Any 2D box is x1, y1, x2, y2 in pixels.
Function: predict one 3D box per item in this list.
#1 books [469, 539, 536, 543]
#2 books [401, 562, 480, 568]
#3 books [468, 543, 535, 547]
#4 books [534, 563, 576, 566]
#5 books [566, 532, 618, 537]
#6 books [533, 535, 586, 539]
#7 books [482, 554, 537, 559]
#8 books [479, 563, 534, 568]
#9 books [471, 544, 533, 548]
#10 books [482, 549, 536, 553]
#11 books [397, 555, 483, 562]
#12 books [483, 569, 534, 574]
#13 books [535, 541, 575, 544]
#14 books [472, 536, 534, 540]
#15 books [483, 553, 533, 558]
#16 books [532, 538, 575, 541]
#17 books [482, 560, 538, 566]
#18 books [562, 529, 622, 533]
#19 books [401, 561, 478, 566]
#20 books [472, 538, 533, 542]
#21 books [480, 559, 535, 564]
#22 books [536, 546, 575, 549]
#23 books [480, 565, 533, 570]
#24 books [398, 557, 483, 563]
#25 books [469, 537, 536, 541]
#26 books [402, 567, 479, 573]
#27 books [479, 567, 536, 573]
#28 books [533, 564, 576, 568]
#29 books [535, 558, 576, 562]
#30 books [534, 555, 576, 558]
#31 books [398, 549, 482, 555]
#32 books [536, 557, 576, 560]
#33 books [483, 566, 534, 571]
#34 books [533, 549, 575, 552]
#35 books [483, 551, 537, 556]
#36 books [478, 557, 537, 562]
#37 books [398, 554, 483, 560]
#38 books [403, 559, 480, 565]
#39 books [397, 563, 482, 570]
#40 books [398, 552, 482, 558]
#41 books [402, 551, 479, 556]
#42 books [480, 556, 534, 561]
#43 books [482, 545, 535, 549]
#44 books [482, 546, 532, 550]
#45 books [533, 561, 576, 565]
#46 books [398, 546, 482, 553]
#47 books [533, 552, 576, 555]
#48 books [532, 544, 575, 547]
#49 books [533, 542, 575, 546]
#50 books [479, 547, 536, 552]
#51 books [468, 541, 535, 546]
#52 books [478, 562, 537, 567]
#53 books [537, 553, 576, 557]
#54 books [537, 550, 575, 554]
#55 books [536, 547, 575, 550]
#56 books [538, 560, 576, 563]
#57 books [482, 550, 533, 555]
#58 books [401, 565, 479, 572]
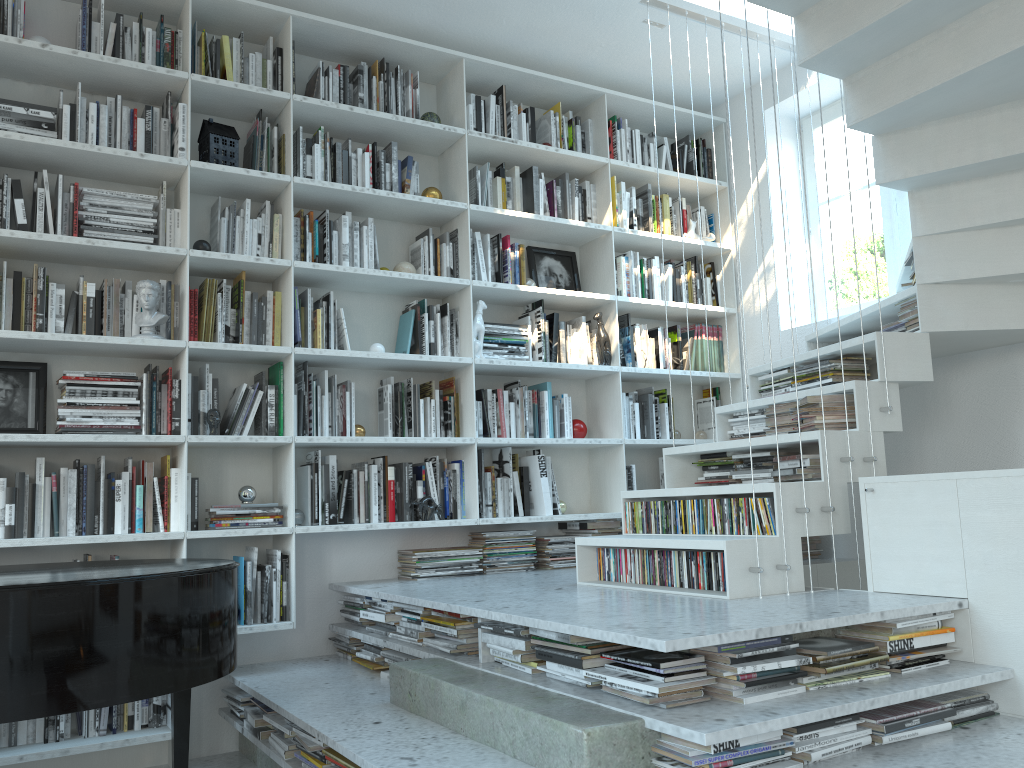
[{"bbox_3d":[-0.048,0.756,4.270,0.285,0.005,0.159,3,-10,-34],"label":"books"},{"bbox_3d":[-0.331,0.832,4.090,0.308,0.008,0.195,3,-10,-35],"label":"books"},{"bbox_3d":[-0.051,0.773,4.275,0.285,0.005,0.159,2,-9,-29],"label":"books"},{"bbox_3d":[0.279,0.895,4.444,0.328,0.008,0.207,2,-9,-27],"label":"books"},{"bbox_3d":[0.406,0.762,4.496,0.165,0.015,0.243,2,-9,-27],"label":"books"},{"bbox_3d":[0.272,0.767,4.462,0.368,0.007,0.206,2,-9,-28],"label":"books"},{"bbox_3d":[-0.043,0.829,4.263,0.285,0.007,0.159,3,-10,-34],"label":"books"},{"bbox_3d":[-0.046,0.871,4.263,0.254,0.007,0.161,2,-9,-29],"label":"books"},{"bbox_3d":[-0.051,0.779,4.273,0.254,0.005,0.161,3,-9,-31],"label":"books"},{"bbox_3d":[-0.048,0.803,4.272,0.285,0.007,0.159,2,-9,-29],"label":"books"},{"bbox_3d":[-0.334,0.804,4.102,0.346,0.007,0.193,2,-9,-28],"label":"books"},{"bbox_3d":[-0.043,0.897,4.255,0.254,0.007,0.161,2,-9,-27],"label":"books"},{"bbox_3d":[0.273,0.790,4.459,0.328,0.008,0.207,2,-9,-28],"label":"books"},{"bbox_3d":[-0.045,0.740,4.272,0.254,0.005,0.161,3,-10,-35],"label":"books"},{"bbox_3d":[-0.047,0.823,4.269,0.254,0.007,0.161,2,-9,-29],"label":"books"},{"bbox_3d":[0.277,0.773,4.453,0.368,0.007,0.206,3,-10,-35],"label":"books"},{"bbox_3d":[-0.040,0.856,4.257,0.285,0.007,0.159,2,-9,-25],"label":"books"},{"bbox_3d":[0.405,0.744,4.498,0.159,0.012,0.285,3,-10,-34],"label":"books"},{"bbox_3d":[-0.338,0.827,4.102,0.308,0.008,0.195,2,-9,-30],"label":"books"},{"bbox_3d":[-0.046,0.751,4.273,0.254,0.005,0.161,2,-9,-26],"label":"books"},{"bbox_3d":[-0.042,0.850,4.261,0.254,0.007,0.161,3,-10,-34],"label":"books"},{"bbox_3d":[0.274,0.813,4.456,0.328,0.008,0.207,2,-9,-28],"label":"books"},{"bbox_3d":[-0.047,0.878,4.264,0.254,0.007,0.161,2,-9,-30],"label":"books"},{"bbox_3d":[-0.332,0.810,4.099,0.346,0.007,0.193,3,-9,-33],"label":"books"},{"bbox_3d":[-0.047,0.746,4.275,0.285,0.005,0.159,3,-9,-33],"label":"books"},{"bbox_3d":[-0.333,0.855,4.089,0.308,0.008,0.195,2,-9,-26],"label":"books"},{"bbox_3d":[-0.047,0.891,4.262,0.285,0.007,0.159,2,-9,-30],"label":"books"},{"bbox_3d":[0.280,0.903,4.440,0.328,0.008,0.207,3,-10,-34],"label":"books"},{"bbox_3d":[0.275,0.874,4.451,0.328,0.008,0.207,3,-9,-31],"label":"books"},{"bbox_3d":[0.276,0.858,4.451,0.328,0.008,0.207,2,-9,-28],"label":"books"},{"bbox_3d":[-0.335,0.774,4.106,0.346,0.007,0.193,3,-9,-32],"label":"books"},{"bbox_3d":[0.277,0.865,4.447,0.368,0.007,0.206,3,-9,-33],"label":"books"},{"bbox_3d":[-0.042,0.883,4.255,0.254,0.007,0.161,2,-9,-26],"label":"books"},{"bbox_3d":[0.276,0.828,4.452,0.368,0.007,0.206,2,-9,-27],"label":"books"},{"bbox_3d":[-0.042,0.815,4.262,0.285,0.007,0.159,3,-10,-35],"label":"books"},{"bbox_3d":[-0.044,0.843,4.265,0.285,0.007,0.159,2,-9,-28],"label":"books"},{"bbox_3d":[-0.330,0.795,4.096,0.346,0.007,0.193,3,-10,-35],"label":"books"},{"bbox_3d":[-0.329,0.817,4.093,0.308,0.008,0.195,2,-9,-25],"label":"books"},{"bbox_3d":[-0.335,0.841,4.096,0.346,0.007,0.193,3,-9,-32],"label":"books"},{"bbox_3d":[-0.334,0.789,4.104,0.346,0.007,0.193,2,-9,-28],"label":"books"},{"bbox_3d":[-0.334,0.781,4.105,0.308,0.008,0.195,2,-9,-28],"label":"books"},{"bbox_3d":[-0.043,0.836,4.262,0.254,0.007,0.161,3,-10,-34],"label":"books"},{"bbox_3d":[-0.049,0.784,4.271,0.285,0.005,0.159,3,-9,-32],"label":"books"},{"bbox_3d":[-0.051,0.790,4.274,0.254,0.005,0.161,2,-9,-30],"label":"books"},{"bbox_3d":[0.276,0.889,4.450,0.368,0.007,0.206,2,-9,-29],"label":"books"},{"bbox_3d":[-0.335,0.767,4.107,0.346,0.007,0.193,2,-9,-28],"label":"books"},{"bbox_3d":[0.273,0.844,4.455,0.368,0.007,0.206,2,-9,-29],"label":"books"},{"bbox_3d":[0.272,0.806,4.460,0.368,0.007,0.206,3,-9,-31],"label":"books"},{"bbox_3d":[0.277,0.797,4.451,0.328,0.008,0.208,2,-9,-25],"label":"books"},{"bbox_3d":[-0.049,0.796,4.275,0.285,0.007,0.159,2,-9,-30],"label":"books"},{"bbox_3d":[-0.051,0.768,4.275,0.285,0.005,0.159,3,-9,-31],"label":"books"},{"bbox_3d":[-0.043,0.863,4.258,0.285,0.007,0.159,3,-10,-34],"label":"books"},{"bbox_3d":[0.275,0.851,4.452,0.328,0.008,0.207,3,-9,-32],"label":"books"},{"bbox_3d":[0.273,0.836,4.456,0.328,0.008,0.207,2,-9,-29],"label":"books"},{"bbox_3d":[0.275,0.821,4.453,0.328,0.008,0.207,3,-9,-33],"label":"books"},{"bbox_3d":[0.274,0.882,4.453,0.328,0.008,0.207,2,-9,-30],"label":"books"},{"bbox_3d":[-0.047,0.809,4.271,0.254,0.007,0.161,2,-9,-29],"label":"books"},{"bbox_3d":[-0.336,0.848,4.094,0.308,0.008,0.195,2,-9,-28],"label":"books"}]
